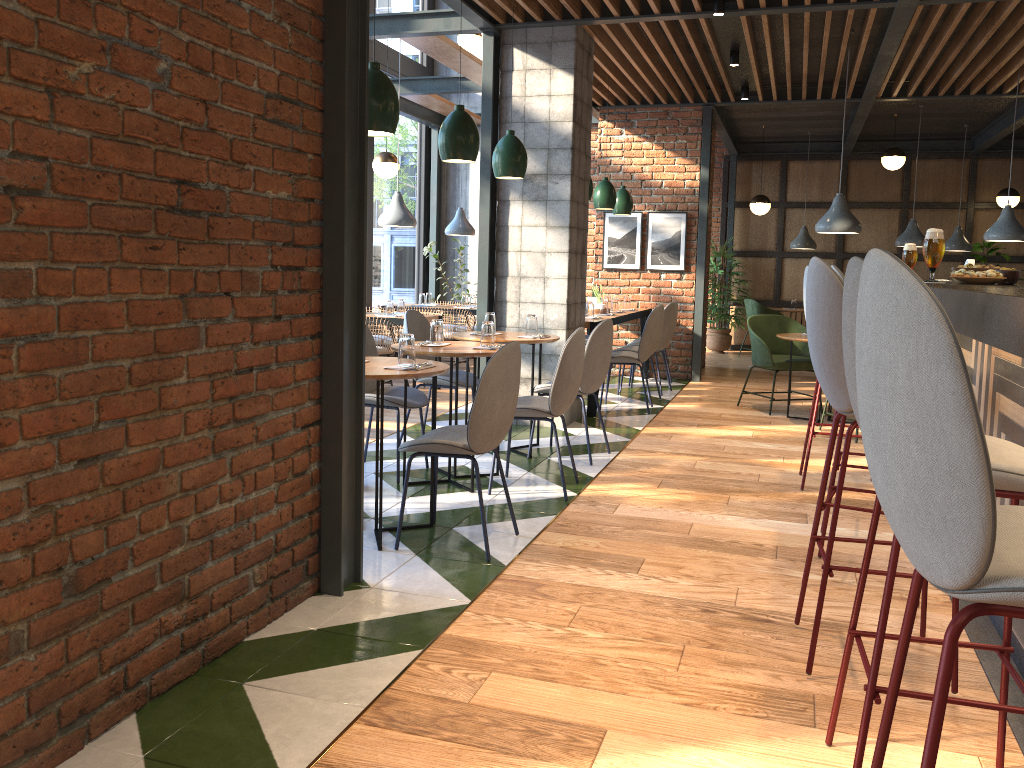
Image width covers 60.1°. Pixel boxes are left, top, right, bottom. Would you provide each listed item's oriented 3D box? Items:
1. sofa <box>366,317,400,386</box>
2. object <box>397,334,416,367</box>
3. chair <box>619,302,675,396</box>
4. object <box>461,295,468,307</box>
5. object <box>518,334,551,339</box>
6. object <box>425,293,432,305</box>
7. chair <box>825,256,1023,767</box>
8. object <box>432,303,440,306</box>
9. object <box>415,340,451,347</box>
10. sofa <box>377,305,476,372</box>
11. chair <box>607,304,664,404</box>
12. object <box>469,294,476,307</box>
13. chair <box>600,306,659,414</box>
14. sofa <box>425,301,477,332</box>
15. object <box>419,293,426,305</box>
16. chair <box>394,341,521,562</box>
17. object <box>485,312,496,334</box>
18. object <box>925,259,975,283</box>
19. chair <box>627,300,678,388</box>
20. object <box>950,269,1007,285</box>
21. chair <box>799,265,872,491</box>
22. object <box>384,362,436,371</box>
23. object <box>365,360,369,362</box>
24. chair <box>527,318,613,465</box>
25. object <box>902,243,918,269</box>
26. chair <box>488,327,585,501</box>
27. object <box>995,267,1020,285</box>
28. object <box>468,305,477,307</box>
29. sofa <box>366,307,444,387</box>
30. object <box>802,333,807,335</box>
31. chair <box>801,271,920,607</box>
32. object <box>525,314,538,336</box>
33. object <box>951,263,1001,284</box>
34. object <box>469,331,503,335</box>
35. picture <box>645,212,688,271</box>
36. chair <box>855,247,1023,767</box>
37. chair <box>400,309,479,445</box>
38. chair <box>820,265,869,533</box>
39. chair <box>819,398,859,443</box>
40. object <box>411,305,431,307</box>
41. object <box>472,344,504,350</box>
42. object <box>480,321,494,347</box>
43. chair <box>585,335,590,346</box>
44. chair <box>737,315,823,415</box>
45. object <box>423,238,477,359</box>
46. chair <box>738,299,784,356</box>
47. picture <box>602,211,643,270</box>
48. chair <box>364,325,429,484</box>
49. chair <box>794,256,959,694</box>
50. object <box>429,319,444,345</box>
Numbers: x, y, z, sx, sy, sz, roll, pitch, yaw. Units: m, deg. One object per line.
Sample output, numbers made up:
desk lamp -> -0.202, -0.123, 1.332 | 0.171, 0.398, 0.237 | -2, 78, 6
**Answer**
sofa -> -1.550, -0.252, 7.809 | 1.092, 0.730, 0.472 | 4, 6, 18
object -> -0.458, -0.149, 3.857 | 0.080, 0.137, 0.080 | -3, 7, -36
chair -> 1.312, -0.364, 8.618 | 0.508, 0.884, 0.419 | 4, 6, 24
object -> -0.529, -0.927, 9.922 | 0.080, 0.137, 0.080 | 1, 6, -9
object -> 0.139, -0.306, 5.630 | 0.157, 0.019, 0.243 | 5, 8, 23
object -> -0.975, -0.998, 10.365 | 0.080, 0.137, 0.080 | 1, 6, -9
chair -> 0.979, 0.344, 1.980 | 0.508, 1.238, 0.420 | 3, 5, 15
object -> -0.949, -0.934, 10.386 | 0.243, 0.019, 0.158 | 4, 8, 18
object -> -0.437, -0.226, 4.928 | 0.157, 0.019, 0.244 | 3, 8, 14
sofa -> -0.960, -0.483, 9.638 | 1.092, 0.730, 0.472 | 4, 6, 18
chair -> 1.115, -0.297, 8.080 | 0.508, 0.884, 0.419 | 4, 6, 24
object -> -0.453, -0.962, 10.199 | 0.080, 0.137, 0.080 | 1, 6, -9
chair -> 0.979, -0.225, 7.523 | 0.508, 0.884, 0.420 | 3, 6, 14
sofa -> -0.614, -0.618, 10.709 | 1.092, 0.730, 0.472 | 4, 6, 18
object -> -1.022, -0.961, 10.079 | 0.080, 0.137, 0.080 | -3, 7, -40
chair -> -0.227, 0.245, 3.801 | 0.508, 0.884, 0.420 | 3, 6, 19
object -> -0.143, -0.396, 5.751 | 0.080, 0.137, 0.080 | 1, 6, -4
object -> 1.788, -0.469, 3.621 | 0.322, 0.105, 1.516 | 4, 8, 21
chair -> 1.441, -0.432, 9.150 | 0.508, 0.884, 0.420 | 3, 6, 14
object -> 1.549, -0.357, 2.947 | 0.164, 0.052, 0.293 | 5, 8, 26
chair -> 1.876, -0.037, 4.979 | 0.508, 1.238, 0.420 | 3, 6, 18
object -> -0.446, -0.079, 3.835 | 0.157, 0.019, 0.243 | 4, 8, 21
object -> -0.750, -0.106, 3.973 | 0.157, 0.019, 0.243 | 4, 8, 21
chair -> 0.371, 0.018, 5.604 | 0.508, 0.884, 0.419 | 4, 6, 24
object -> 1.937, -0.598, 4.318 | 0.070, 0.177, 0.070 | 4, 6, 21
chair -> 0.126, 0.127, 4.750 | 0.508, 0.884, 0.420 | 3, 6, 14
object -> 1.677, -0.365, 3.003 | 0.078, 0.059, 0.108 | 5, 8, 26
object -> -0.427, -0.898, 10.220 | 0.243, 0.019, 0.158 | 4, 8, 18
sofa -> -1.204, -0.387, 8.881 | 1.092, 0.730, 0.472 | 4, 6, 18
object -> 2.530, -0.410, 7.310 | 0.242, 0.019, 0.158 | 0, 8, -13
chair -> 1.416, 0.158, 3.440 | 0.508, 1.238, 0.419 | 4, 6, 29
object -> 0.127, -0.376, 5.653 | 0.080, 0.137, 0.080 | 0, 6, -14
object -> 1.681, -0.395, 3.175 | 0.168, 0.072, 0.168 | 7, 9, 37
object -> -0.162, -0.334, 5.777 | 0.157, 0.019, 0.243 | 5, 8, 23
picture -> 1.664, -1.539, 9.561 | 0.430, 0.628, 0.015 | 3, 5, 18
chair -> 0.742, 0.431, 1.289 | 0.508, 1.238, 0.420 | 3, 5, 17
chair -> -0.468, -0.044, 5.904 | 0.508, 0.884, 0.420 | 3, 6, 19
chair -> 1.722, 0.069, 4.161 | 0.508, 1.238, 0.419 | 4, 6, 23
chair -> 2.673, -0.020, 6.582 | 0.638, 0.815, 0.517 | 0, 6, -12
object -> -1.038, -0.893, 10.065 | 0.243, 0.019, 0.158 | 4, 8, 16
object -> -0.118, -0.204, 4.827 | 0.157, 0.019, 0.244 | 3, 8, 14
object -> -0.134, -0.274, 4.847 | 0.080, 0.137, 0.080 | -2, 7, -32
chair -> 0.672, -0.472, 9.298 | 0.508, 0.884, 0.419 | 4, 6, 24
chair -> 2.351, -0.178, 7.698 | 0.638, 0.815, 0.517 | 0, 6, -17
object -> -0.634, -1.062, 11.122 | 0.861, 1.491, 0.900 | 6, 7, 36
chair -> 3.483, -0.758, 12.214 | 0.515, 0.815, 0.641 | 1, 6, -7
picture -> 1.207, -1.571, 9.707 | 0.430, 0.628, 0.015 | 3, 5, 18
chair -> -0.729, 0.067, 5.027 | 0.508, 0.884, 0.420 | 3, 6, 19
chair -> 1.144, 0.236, 2.727 | 0.508, 1.238, 0.420 | 3, 5, 14
object -> -0.416, -0.289, 4.905 | 0.080, 0.137, 0.080 | 4, 6, 27
